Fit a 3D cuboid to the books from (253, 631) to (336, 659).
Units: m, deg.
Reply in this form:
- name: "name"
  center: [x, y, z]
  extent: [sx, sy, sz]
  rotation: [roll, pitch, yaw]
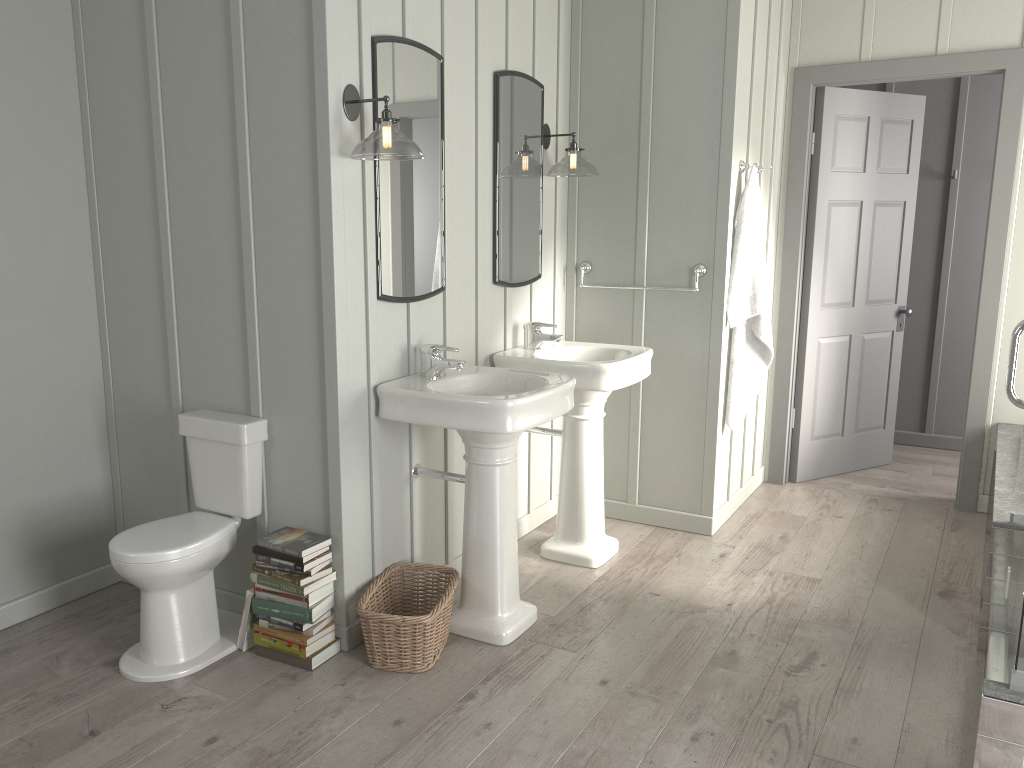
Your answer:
- name: "books"
  center: [-0.735, 0.852, 2.991]
  extent: [0.229, 0.042, 0.157]
  rotation: [5, 12, 28]

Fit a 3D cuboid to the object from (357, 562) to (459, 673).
- name: "object"
  center: [-0.348, 0.801, 3.036]
  extent: [0.296, 0.221, 0.457]
  rotation: [2, 11, 10]

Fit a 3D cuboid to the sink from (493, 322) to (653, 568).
- name: "sink"
  center: [0.268, 0.246, 3.820]
  extent: [0.584, 1.016, 0.551]
  rotation: [7, 13, 29]

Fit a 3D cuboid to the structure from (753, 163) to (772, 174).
- name: "structure"
  center: [1.168, -1.001, 4.119]
  extent: [0.082, 0.056, 0.055]
  rotation: [6, 12, 30]

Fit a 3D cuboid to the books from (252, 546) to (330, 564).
- name: "books"
  center: [-0.731, 0.543, 2.928]
  extent: [0.213, 0.025, 0.145]
  rotation: [5, 12, 26]

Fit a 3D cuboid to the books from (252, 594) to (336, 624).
- name: "books"
  center: [-0.731, 0.733, 2.972]
  extent: [0.234, 0.053, 0.155]
  rotation: [4, 11, 20]

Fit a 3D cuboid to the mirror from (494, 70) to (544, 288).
- name: "mirror"
  center: [0.034, -0.853, 3.737]
  extent: [0.015, 0.887, 0.410]
  rotation: [7, 13, 28]

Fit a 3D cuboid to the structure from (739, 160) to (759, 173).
- name: "structure"
  center: [1.049, -0.962, 3.909]
  extent: [0.082, 0.056, 0.055]
  rotation: [6, 12, 30]

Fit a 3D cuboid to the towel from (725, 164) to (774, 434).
- name: "towel"
  center: [1.100, -0.370, 4.002]
  extent: [0.166, 1.208, 0.308]
  rotation: [8, 14, 34]

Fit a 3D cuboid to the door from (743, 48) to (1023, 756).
- name: "door"
  center: [0.135, -0.025, 2.046]
  extent: [4.389, 2.203, 7.523]
  rotation: [6, 12, 29]

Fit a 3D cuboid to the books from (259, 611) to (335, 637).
- name: "books"
  center: [-0.725, 0.794, 2.987]
  extent: [0.212, 0.025, 0.146]
  rotation: [4, 11, 20]

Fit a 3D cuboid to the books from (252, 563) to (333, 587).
- name: "books"
  center: [-0.732, 0.615, 2.946]
  extent: [0.240, 0.024, 0.143]
  rotation: [7, 13, 35]

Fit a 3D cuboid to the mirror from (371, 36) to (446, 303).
- name: "mirror"
  center: [-0.348, -0.725, 3.057]
  extent: [0.015, 0.887, 0.410]
  rotation: [7, 13, 28]

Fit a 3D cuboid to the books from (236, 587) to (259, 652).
- name: "books"
  center: [-0.868, 0.795, 3.064]
  extent: [0.094, 0.236, 0.164]
  rotation: [7, 13, 29]

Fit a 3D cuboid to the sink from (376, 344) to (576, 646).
- name: "sink"
  center: [-0.112, 0.374, 3.144]
  extent: [0.584, 1.016, 0.551]
  rotation: [7, 13, 29]

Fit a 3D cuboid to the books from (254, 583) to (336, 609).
- name: "books"
  center: [-0.728, 0.681, 2.965]
  extent: [0.229, 0.052, 0.150]
  rotation: [5, 12, 25]

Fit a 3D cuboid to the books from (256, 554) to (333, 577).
- name: "books"
  center: [-0.723, 0.590, 2.946]
  extent: [0.212, 0.025, 0.146]
  rotation: [3, 11, 19]

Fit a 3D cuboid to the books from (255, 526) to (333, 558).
- name: "books"
  center: [-0.720, 0.520, 2.918]
  extent: [0.213, 0.025, 0.145]
  rotation: [6, 12, 31]

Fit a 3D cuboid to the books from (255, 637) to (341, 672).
- name: "books"
  center: [-0.727, 0.894, 3.008]
  extent: [0.246, 0.049, 0.158]
  rotation: [5, 12, 27]

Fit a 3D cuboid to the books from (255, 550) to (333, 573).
- name: "books"
  center: [-0.721, 0.569, 2.928]
  extent: [0.213, 0.025, 0.145]
  rotation: [6, 12, 29]

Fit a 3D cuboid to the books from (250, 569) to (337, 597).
- name: "books"
  center: [-0.729, 0.641, 2.951]
  extent: [0.242, 0.032, 0.164]
  rotation: [6, 12, 30]

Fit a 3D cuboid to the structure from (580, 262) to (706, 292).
- name: "structure"
  center: [0.582, -0.493, 4.057]
  extent: [0.620, 0.123, 0.053]
  rotation: [6, 12, 30]

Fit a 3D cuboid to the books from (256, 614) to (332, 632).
- name: "books"
  center: [-0.734, 0.772, 2.975]
  extent: [0.213, 0.025, 0.145]
  rotation: [6, 12, 30]

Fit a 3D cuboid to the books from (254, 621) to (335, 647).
- name: "books"
  center: [-0.733, 0.819, 2.987]
  extent: [0.239, 0.024, 0.143]
  rotation: [6, 12, 30]

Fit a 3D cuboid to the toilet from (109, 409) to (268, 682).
- name: "toilet"
  center: [-1.099, 0.527, 2.982]
  extent: [0.342, 0.789, 0.507]
  rotation: [7, 13, 29]

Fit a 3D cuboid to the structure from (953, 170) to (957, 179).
- name: "structure"
  center: [2.677, -1.262, 5.333]
  extent: [0.020, 0.051, 0.131]
  rotation: [7, 13, 28]
